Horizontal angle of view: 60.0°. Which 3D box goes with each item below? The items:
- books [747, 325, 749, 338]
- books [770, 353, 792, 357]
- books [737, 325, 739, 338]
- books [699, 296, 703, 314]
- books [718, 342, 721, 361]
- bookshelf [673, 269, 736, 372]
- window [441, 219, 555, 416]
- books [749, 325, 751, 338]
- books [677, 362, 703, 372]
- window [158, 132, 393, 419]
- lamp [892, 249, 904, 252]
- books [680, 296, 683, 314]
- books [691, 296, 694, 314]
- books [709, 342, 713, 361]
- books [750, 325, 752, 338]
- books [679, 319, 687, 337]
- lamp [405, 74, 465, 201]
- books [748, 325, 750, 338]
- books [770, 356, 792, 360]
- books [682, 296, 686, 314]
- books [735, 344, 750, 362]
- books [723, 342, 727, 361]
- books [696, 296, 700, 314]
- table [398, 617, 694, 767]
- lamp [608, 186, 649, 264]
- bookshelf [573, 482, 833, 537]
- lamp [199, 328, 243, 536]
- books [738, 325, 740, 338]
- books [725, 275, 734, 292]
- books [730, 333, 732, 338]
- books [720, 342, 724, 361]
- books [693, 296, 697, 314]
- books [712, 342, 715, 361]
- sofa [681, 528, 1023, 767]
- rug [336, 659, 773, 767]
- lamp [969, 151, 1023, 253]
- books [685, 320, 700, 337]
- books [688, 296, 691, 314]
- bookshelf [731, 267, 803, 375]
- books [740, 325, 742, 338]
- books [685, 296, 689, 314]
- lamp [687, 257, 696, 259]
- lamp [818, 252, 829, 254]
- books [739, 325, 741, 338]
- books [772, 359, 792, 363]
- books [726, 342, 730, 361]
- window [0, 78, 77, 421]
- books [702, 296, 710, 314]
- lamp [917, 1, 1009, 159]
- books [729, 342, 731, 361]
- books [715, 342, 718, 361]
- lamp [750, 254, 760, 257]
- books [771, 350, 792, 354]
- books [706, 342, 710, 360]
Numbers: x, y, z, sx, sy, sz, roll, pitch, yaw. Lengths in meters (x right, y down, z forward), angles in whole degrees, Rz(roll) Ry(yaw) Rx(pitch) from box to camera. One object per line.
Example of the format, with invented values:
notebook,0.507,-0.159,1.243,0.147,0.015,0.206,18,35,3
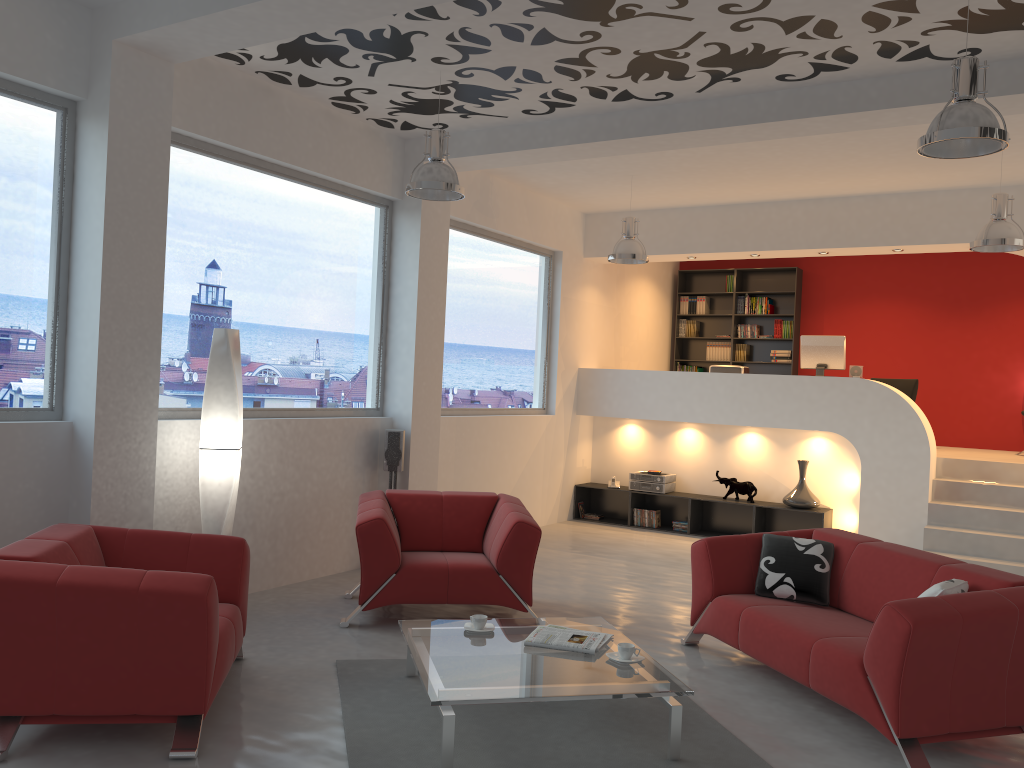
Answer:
books,3.223,-0.708,12.049,0.031,0.190,0.135,3,0,32
books,3.587,-0.379,11.774,0.260,0.040,0.200,3,0,31
books,3.108,-0.713,12.120,0.031,0.190,0.135,3,0,32
books,2.668,-1.086,12.376,0.040,0.260,0.200,3,0,32
books,2.889,-0.442,12.223,0.040,0.260,0.200,3,0,32
bookshelf,2.695,-0.464,12.304,0.816,2.213,0.305,3,0,32
window,-0.239,-0.591,8.778,0.100,1.800,2.400,3,0,32
books,3.249,-0.707,12.034,0.031,0.190,0.135,3,0,32
books,2.502,-0.157,12.439,0.341,0.286,0.231,3,0,32
window,-1.701,-0.657,6.390,0.100,1.800,2.400,3,0,32
lamp,3.759,-1.300,8.636,0.105,0.011,0.105,3,0,20
books,2.426,-1.097,12.525,0.040,0.260,0.200,3,0,32
books,2.564,-1.091,12.440,0.040,0.260,0.200,3,0,32
books,2.785,-0.447,12.287,0.040,0.260,0.200,3,0,32
books,3.262,-0.706,12.026,0.031,0.190,0.135,3,0,32
books,2.437,-0.778,12.524,0.090,0.256,0.181,3,0,32
lamp,-0.472,-1.605,5.656,0.379,0.800,0.379,3,0,-30
books,3.236,-0.707,12.041,0.031,0.190,0.135,3,0,32
books,3.589,-0.339,11.773,0.260,0.040,0.200,3,0,32
books,2.461,-1.096,12.503,0.040,0.260,0.200,3,0,32
books,3.140,-0.421,12.083,0.146,0.240,0.170,3,0,32
books,2.958,-0.439,12.181,0.040,0.260,0.200,3,0,32
books,2.634,-1.088,12.397,0.040,0.260,0.200,3,0,32
table,0.080,1.381,4.098,1.097,0.286,1.162,3,0,-13
lamp,1.094,-1.534,8.214,0.379,0.800,0.379,3,0,3
bookshelf,1.994,1.416,9.627,2.764,0.397,0.405,3,0,32
lamp,-1.783,0.552,5.415,0.313,1.779,0.313,3,0,23
books,3.121,-0.713,12.112,0.031,0.190,0.135,3,0,32
books,3.032,-1.360,12.174,0.146,0.240,0.170,3,0,32
books,3.044,-0.715,12.159,0.063,0.187,0.135,3,0,32
books,2.923,-0.441,12.202,0.040,0.260,0.200,3,0,32
books,2.598,-1.089,12.419,0.040,0.260,0.200,3,0,32
books,2.820,-0.446,12.266,0.040,0.260,0.200,3,0,32
sofa,1.753,1.239,4.601,0.951,0.738,1.929,3,0,-18
rug,0.085,1.527,4.100,1.700,0.025,1.700,3,0,-13
lamp,3.657,-1.413,6.642,0.379,0.800,0.379,3,0,3
books,2.539,-0.765,12.460,0.146,0.240,0.170,3,0,32
books,2.530,-1.092,12.461,0.040,0.260,0.200,3,0,32
bookshelf,3.390,-0.431,11.878,0.816,2.213,0.305,3,0,32
books,3.147,-0.712,12.096,0.031,0.190,0.135,3,0,32
books,2.495,-1.094,12.482,0.040,0.260,0.200,3,0,32
lamp,1.971,-1.384,9.734,0.105,0.011,0.105,3,0,20
lamp,3.163,-1.328,9.002,0.105,0.011,0.105,3,0,20
books,3.134,-0.712,12.104,0.031,0.190,0.135,3,0,32
books,3.605,-0.298,11.767,0.260,0.040,0.200,3,0,33
books,2.993,-0.437,12.160,0.040,0.260,0.200,3,0,32
window,-3.163,-0.722,4.003,0.100,1.800,2.400,3,0,32
books,2.702,-1.084,12.355,0.040,0.260,0.200,3,0,32
lamp,2.091,-1.483,4.084,0.379,0.800,0.379,3,0,24
books,3.027,-0.436,12.139,0.040,0.260,0.200,3,0,32
books,2.854,-0.444,12.245,0.040,0.260,0.200,3,0,32
lamp,2.567,-1.356,9.368,0.105,0.011,0.105,3,0,20
books,3.593,-0.419,11.762,0.260,0.040,0.200,3,0,32
books,2.751,-0.449,12.308,0.040,0.260,0.200,3,0,32
